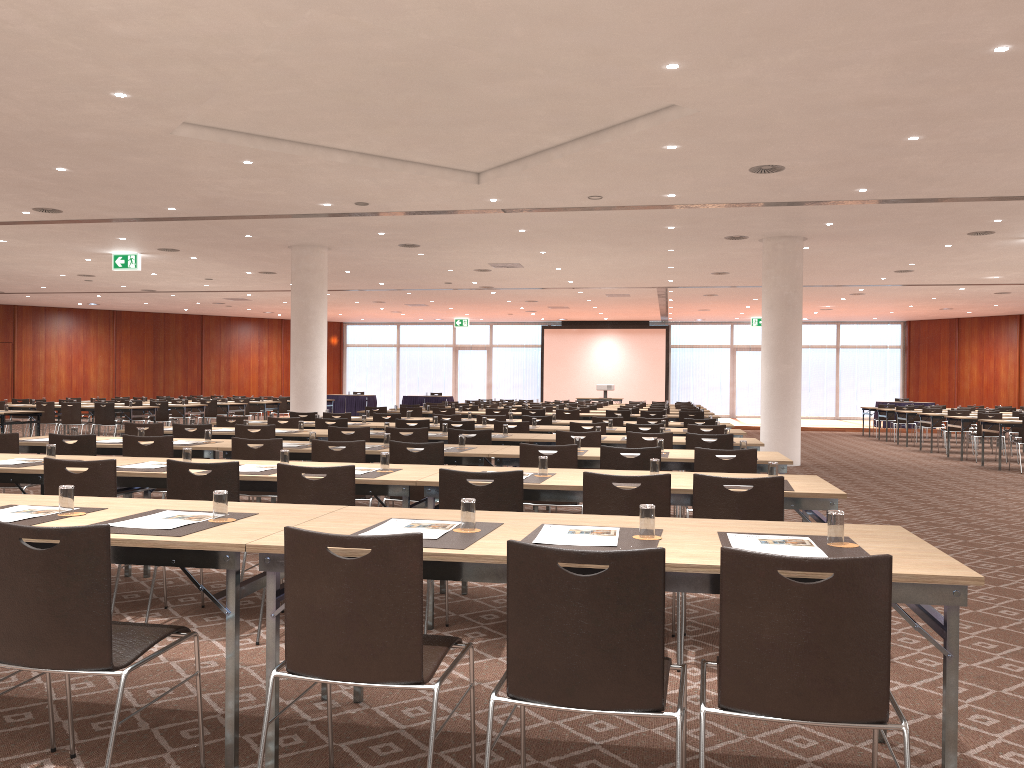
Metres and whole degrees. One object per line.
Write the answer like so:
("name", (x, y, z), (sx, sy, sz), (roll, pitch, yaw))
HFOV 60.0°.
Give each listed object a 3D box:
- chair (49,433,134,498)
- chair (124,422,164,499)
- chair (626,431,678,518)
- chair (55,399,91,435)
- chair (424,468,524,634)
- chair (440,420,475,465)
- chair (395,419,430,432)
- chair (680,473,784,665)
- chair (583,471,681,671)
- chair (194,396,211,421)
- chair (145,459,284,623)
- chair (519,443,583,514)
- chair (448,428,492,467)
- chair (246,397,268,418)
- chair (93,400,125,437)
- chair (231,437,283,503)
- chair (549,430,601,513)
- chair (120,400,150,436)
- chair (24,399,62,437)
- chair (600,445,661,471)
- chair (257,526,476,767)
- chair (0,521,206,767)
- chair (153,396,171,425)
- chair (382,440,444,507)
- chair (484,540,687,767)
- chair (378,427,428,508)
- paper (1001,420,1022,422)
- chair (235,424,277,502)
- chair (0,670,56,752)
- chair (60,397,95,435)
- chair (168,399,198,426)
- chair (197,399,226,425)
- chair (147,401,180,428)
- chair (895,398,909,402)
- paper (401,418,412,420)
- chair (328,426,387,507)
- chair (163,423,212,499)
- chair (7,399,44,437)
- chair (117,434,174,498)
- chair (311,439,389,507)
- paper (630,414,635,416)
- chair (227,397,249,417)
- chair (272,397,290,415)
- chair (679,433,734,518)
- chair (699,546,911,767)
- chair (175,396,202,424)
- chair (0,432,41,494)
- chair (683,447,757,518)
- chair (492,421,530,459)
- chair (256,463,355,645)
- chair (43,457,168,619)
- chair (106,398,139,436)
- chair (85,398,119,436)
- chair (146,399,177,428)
("chair", (-3.534, 0.870, 7.348), (0.535, 0.939, 0.613), (1, 0, 12))
("chair", (-3.828, 0.869, 9.432), (0.535, 0.939, 0.613), (1, 0, 7))
("chair", (1.321, 0.922, 8.557), (0.535, 0.939, 0.613), (1, 0, 8))
("chair", (-10.012, 0.817, 20.183), (0.535, 0.939, 0.613), (1, 0, 8))
("chair", (-0.142, 0.902, 4.677), (0.535, 0.939, 0.613), (1, 0, 7))
("chair", (-0.633, 0.904, 10.859), (0.535, 0.939, 0.613), (1, 0, 11))
("chair", (-1.202, 0.898, 11.038), (0.535, 0.939, 0.613), (1, 0, 8))
("chair", (1.143, 0.915, 4.526), (0.535, 0.939, 0.613), (1, 0, 12))
("chair", (0.589, 0.910, 4.582), (0.535, 0.939, 0.613), (1, 0, 8))
("chair", (-8.964, 0.834, 26.008), (0.535, 0.939, 0.613), (1, 0, 11))
("chair", (-1.670, 0.887, 5.027), (0.535, 0.939, 0.613), (1, 0, 11))
("chair", (0.297, 0.909, 6.708), (0.535, 0.939, 0.613), (1, 0, 11))
("chair", (-0.389, 0.904, 8.784), (0.535, 0.939, 0.613), (1, 0, 9))
("chair", (-7.450, 0.849, 25.738), (0.535, 0.939, 0.613), (1, 0, 8))
("chair", (-9.014, 0.827, 19.922), (0.535, 0.939, 0.613), (1, 0, 12))
("chair", (-1.955, 0.886, 7.067), (0.535, 0.939, 0.613), (1, 0, 12))
("chair", (0.658, 0.915, 8.633), (0.535, 0.939, 0.613), (1, 0, 10))
("chair", (-8.431, 0.833, 19.961), (0.535, 0.939, 0.613), (1, 0, 9))
("chair", (-10.691, 0.810, 20.221), (0.535, 0.939, 0.613), (1, 0, 13))
("chair", (0.876, 0.915, 6.527), (0.535, 0.939, 0.613), (1, 0, 11))
("chair", (-0.440, 0.897, 2.777), (0.535, 0.939, 0.613), (1, 0, 12))
("chair", (-1.392, 0.888, 2.868), (0.535, 0.939, 0.613), (1, 0, 11))
("chair", (-10.270, 0.820, 26.323), (0.535, 0.939, 0.614), (1, 0, 7))
("chair", (-0.687, 0.899, 6.841), (0.535, 0.939, 0.613), (1, 0, 13))
("chair", (0.230, 0.904, 2.579), (0.535, 0.939, 0.613), (1, 0, 13))
("chair", (-1.025, 0.898, 8.975), (0.535, 0.939, 0.613), (1, 0, 8))
("paper", (8.764, 0.641, 15.270), (0.460, 0.003, 0.565), (1, 0, 11))
("chair", (-2.617, 0.882, 9.259), (0.535, 0.939, 0.613), (1, 0, 8))
("chair", (-1.987, 0.881, 3.009), (0.535, 0.939, 0.613), (1, 0, 9))
("chair", (-10.990, 0.809, 22.448), (0.535, 0.939, 0.613), (1, 0, 12))
("chair", (-8.085, 0.838, 21.788), (0.535, 0.939, 0.613), (1, 0, 7))
("chair", (-7.384, 0.846, 21.806), (0.535, 0.939, 0.613), (1, 0, 8))
("chair", (-7.756, 0.839, 19.698), (0.535, 0.939, 0.613), (1, 0, 7))
("chair", (12.682, 0.933, 28.759), (0.535, 0.939, 0.614), (1, 0, 10))
("paper", (-1.795, 0.530, 13.583), (0.460, 0.003, 0.565), (1, 0, 8))
("chair", (-1.614, 0.892, 9.037), (0.535, 0.939, 0.613), (1, 0, 8))
("chair", (-3.273, 0.875, 9.298), (0.535, 0.939, 0.613), (1, 0, 9))
("chair", (-11.226, 0.804, 20.459), (0.535, 0.939, 0.613), (1, 0, 8))
("chair", (-2.904, 0.877, 7.279), (0.535, 0.939, 0.613), (1, 0, 8))
("chair", (-1.296, 0.893, 6.914), (0.535, 0.939, 0.613), (1, 0, 11))
("paper", (2.046, 0.573, 16.472), (0.460, 0.003, 0.565), (1, 0, 10))
("chair", (-8.059, 0.843, 25.929), (0.535, 0.939, 0.613), (1, 0, 11))
("chair", (-6.677, 0.857, 25.743), (0.535, 0.939, 0.613), (1, 0, 8))
("chair", (1.868, 0.927, 8.417), (0.535, 0.939, 0.613), (1, 0, 12))
("chair", (0.806, 0.910, 2.512), (0.535, 0.939, 0.613), (1, 0, 12))
("chair", (-9.590, 0.827, 26.262), (0.535, 0.939, 0.613), (1, 0, 13))
("chair", (-4.215, 0.863, 7.434), (0.535, 0.939, 0.613), (1, 0, 9))
("chair", (1.529, 0.921, 6.446), (0.535, 0.939, 0.613), (1, 0, 7))
("chair", (0.022, 0.910, 10.777), (0.535, 0.939, 0.613), (1, 0, 11))
("chair", (-1.019, 0.893, 4.869), (0.535, 0.939, 0.613), (1, 0, 9))
("chair", (-2.375, 0.880, 5.075), (0.535, 0.939, 0.613), (1, 0, 8))
("chair", (-9.681, 0.822, 22.073), (0.535, 0.939, 0.613), (1, 0, 7))
("chair", (-10.286, 0.816, 22.263), (0.535, 0.939, 0.613), (1, 0, 12))
("chair", (-8.688, 0.832, 21.978), (0.535, 0.939, 0.613), (1, 0, 10))
